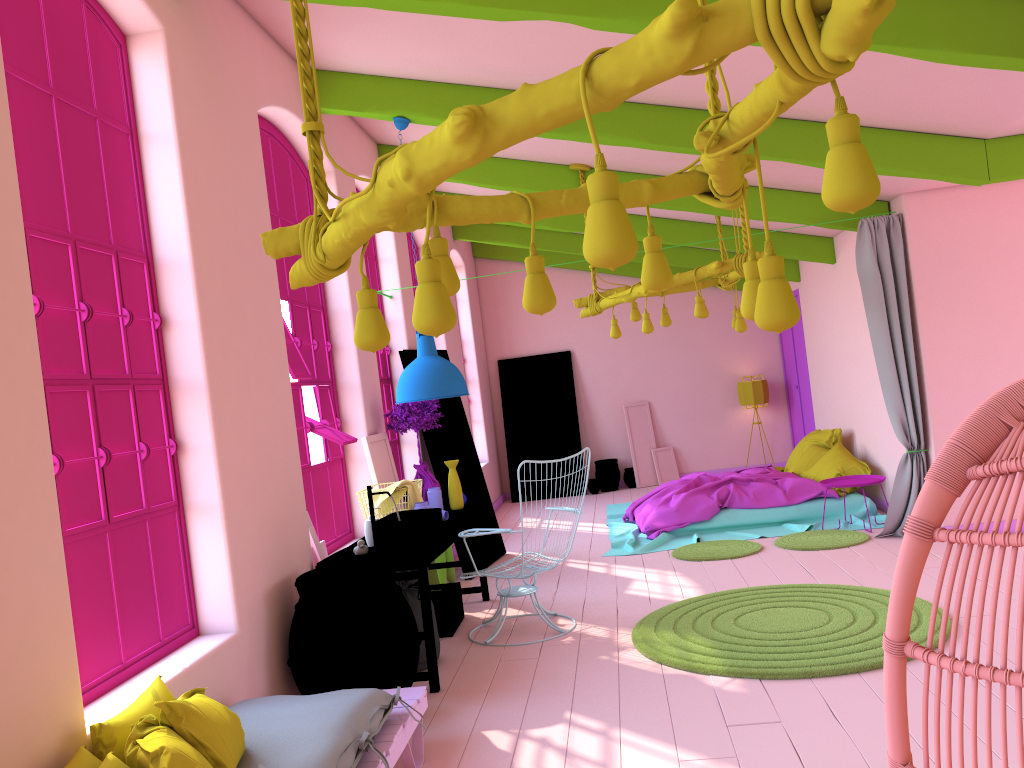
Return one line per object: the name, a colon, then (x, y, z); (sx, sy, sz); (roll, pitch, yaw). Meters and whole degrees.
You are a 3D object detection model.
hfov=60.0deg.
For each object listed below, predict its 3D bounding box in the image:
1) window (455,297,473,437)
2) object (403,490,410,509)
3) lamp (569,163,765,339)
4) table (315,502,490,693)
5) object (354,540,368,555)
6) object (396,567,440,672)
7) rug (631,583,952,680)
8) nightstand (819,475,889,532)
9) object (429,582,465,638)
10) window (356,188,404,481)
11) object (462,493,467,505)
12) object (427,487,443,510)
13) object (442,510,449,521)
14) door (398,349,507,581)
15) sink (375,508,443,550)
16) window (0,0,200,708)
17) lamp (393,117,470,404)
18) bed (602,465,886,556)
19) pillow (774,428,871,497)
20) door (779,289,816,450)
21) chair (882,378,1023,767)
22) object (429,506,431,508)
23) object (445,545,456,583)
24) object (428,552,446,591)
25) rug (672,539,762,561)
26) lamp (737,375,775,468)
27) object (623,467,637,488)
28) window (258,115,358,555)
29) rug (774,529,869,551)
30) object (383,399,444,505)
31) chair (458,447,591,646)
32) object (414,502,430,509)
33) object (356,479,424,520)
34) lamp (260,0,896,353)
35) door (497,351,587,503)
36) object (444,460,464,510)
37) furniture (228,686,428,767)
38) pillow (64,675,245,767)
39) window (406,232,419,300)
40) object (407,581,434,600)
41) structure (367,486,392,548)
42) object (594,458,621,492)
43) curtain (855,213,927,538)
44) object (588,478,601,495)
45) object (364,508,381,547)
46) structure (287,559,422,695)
window: (-0.783, -0.338, 12.310); (0.072, 3.047, 1.274); (-7, 0, 6)
object: (-0.993, 1.058, 7.838); (0.182, 0.222, 0.182); (-7, 0, -11)
lamp: (1.422, -1.505, 7.496); (1.610, 2.264, 1.776); (-7, 0, -12)
table: (-0.674, 1.416, 6.264); (0.655, 0.821, 2.192); (-7, 0, 6)
object: (-0.918, 0.988, 5.387); (0.088, 0.088, 0.086); (-7, 0, 23)
object: (-0.035, 0.920, 1.906); (2.827, 1.580, 7.863); (-7, 0, 7)
rug: (1.707, 1.508, 5.579); (1.888, 0.050, 1.889); (-7, 0, -6)
nightstand: (3.262, 1.133, 8.428); (0.596, 0.458, 0.595); (-7, 0, 44)
object: (-0.628, 1.687, 6.587); (0.446, 0.277, 0.521); (-7, 0, 6)
window: (-1.265, -0.317, 7.968); (0.072, 3.047, 1.274); (-7, 0, 6)
object: (-0.440, 0.876, 7.172); (0.132, 0.219, 0.132); (-7, 0, 23)
object: (-0.598, 0.909, 6.920); (0.109, 0.197, 0.109); (-7, 0, 44)
object: (-0.542, 0.972, 6.535); (0.137, 0.076, 0.076); (-7, 0, 26)
door: (-0.561, 0.731, 8.792); (0.450, 2.211, 1.153); (-7, 0, 16)
sink: (-0.637, 0.912, 5.599); (0.340, 0.194, 0.609); (-7, 0, 6)
window: (-1.747, -0.296, 3.615); (0.072, 3.047, 1.274); (-7, 0, 6)
lamp: (-0.681, -0.884, 6.258); (0.529, 2.002, 0.528); (-7, 0, 38)
bed: (2.395, 1.233, 10.079); (2.803, 0.514, 3.576); (-7, 0, 6)
pillow: (3.478, 0.937, 10.212); (0.848, 0.822, 2.617); (-7, 0, -4)
door: (4.057, 0.015, 12.599); (0.108, 2.590, 1.677); (-7, 0, 6)
chair: (1.018, -0.287, 1.593); (0.860, 3.130, 0.806); (-7, 0, 26)
object: (-0.612, 0.956, 6.476); (0.065, 0.118, 0.065); (-7, 0, -35)
object: (-0.608, 1.604, 8.066); (0.137, 0.463, 0.284); (-7, 0, -9)
object: (-0.734, 1.482, 7.748); (0.218, 0.733, 0.451); (-7, 0, 6)
rug: (1.870, 1.521, 8.119); (0.792, 0.021, 0.793); (-7, -1, -11)
lamp: (3.674, 0.601, 13.195); (0.492, 1.466, 0.476); (-7, 0, 36)
object: (1.827, 1.435, 13.547); (0.261, 0.306, 0.260); (-7, 0, 39)
window: (-1.480, -0.299, 6.061); (0.492, 3.003, 1.497); (-7, 0, 6)
rug: (2.793, 1.407, 8.015); (0.793, 0.021, 0.792); (-7, -1, 34)
object: (-0.745, 0.550, 7.055); (0.441, 0.950, 0.503); (-7, 0, -34)
chair: (0.060, 1.120, 6.215); (0.925, 1.238, 1.078); (-7, 0, 41)
object: (-0.614, 0.914, 6.095); (0.109, 0.197, 0.109); (-7, 0, -1)
object: (-0.816, 0.858, 6.296); (0.444, 0.369, 0.633); (-7, 0, 6)
lamp: (0.103, -1.193, 2.072); (1.610, 2.264, 1.776); (-7, 0, -12)
door: (0.453, 0.649, 13.627); (1.153, 2.211, 0.450); (-7, 0, 6)
object: (-0.453, 0.794, 6.972); (0.116, 0.383, 0.116); (-7, 0, -20)
furniture: (-0.970, 1.577, 2.488); (0.908, 0.507, 3.775); (-7, 0, 6)
pillow: (-1.189, 1.237, 2.424); (0.578, 0.399, 1.997); (-7, 0, 6)
window: (-1.065, -0.315, 9.865); (0.214, 3.009, 1.513); (-7, 0, 6)
object: (-0.688, 1.599, 6.446); (0.300, 0.448, 0.672); (-7, 0, -18)
structure: (-0.836, 0.836, 5.594); (0.166, 0.397, 0.087); (-7, 0, 16)
object: (1.460, 1.391, 13.513); (0.385, 0.471, 0.386); (-7, 0, -41)
curtain: (3.333, -0.054, 7.715); (0.518, 2.785, 0.525); (-7, 0, -13)
object: (1.232, 1.542, 13.320); (0.199, 0.234, 0.199); (-7, 0, -26)
object: (-0.820, 0.913, 5.854); (0.165, 0.250, 0.410); (-7, 0, 42)
structure: (-0.843, 1.414, 4.764); (0.717, 0.845, 0.718); (-7, 0, -26)
